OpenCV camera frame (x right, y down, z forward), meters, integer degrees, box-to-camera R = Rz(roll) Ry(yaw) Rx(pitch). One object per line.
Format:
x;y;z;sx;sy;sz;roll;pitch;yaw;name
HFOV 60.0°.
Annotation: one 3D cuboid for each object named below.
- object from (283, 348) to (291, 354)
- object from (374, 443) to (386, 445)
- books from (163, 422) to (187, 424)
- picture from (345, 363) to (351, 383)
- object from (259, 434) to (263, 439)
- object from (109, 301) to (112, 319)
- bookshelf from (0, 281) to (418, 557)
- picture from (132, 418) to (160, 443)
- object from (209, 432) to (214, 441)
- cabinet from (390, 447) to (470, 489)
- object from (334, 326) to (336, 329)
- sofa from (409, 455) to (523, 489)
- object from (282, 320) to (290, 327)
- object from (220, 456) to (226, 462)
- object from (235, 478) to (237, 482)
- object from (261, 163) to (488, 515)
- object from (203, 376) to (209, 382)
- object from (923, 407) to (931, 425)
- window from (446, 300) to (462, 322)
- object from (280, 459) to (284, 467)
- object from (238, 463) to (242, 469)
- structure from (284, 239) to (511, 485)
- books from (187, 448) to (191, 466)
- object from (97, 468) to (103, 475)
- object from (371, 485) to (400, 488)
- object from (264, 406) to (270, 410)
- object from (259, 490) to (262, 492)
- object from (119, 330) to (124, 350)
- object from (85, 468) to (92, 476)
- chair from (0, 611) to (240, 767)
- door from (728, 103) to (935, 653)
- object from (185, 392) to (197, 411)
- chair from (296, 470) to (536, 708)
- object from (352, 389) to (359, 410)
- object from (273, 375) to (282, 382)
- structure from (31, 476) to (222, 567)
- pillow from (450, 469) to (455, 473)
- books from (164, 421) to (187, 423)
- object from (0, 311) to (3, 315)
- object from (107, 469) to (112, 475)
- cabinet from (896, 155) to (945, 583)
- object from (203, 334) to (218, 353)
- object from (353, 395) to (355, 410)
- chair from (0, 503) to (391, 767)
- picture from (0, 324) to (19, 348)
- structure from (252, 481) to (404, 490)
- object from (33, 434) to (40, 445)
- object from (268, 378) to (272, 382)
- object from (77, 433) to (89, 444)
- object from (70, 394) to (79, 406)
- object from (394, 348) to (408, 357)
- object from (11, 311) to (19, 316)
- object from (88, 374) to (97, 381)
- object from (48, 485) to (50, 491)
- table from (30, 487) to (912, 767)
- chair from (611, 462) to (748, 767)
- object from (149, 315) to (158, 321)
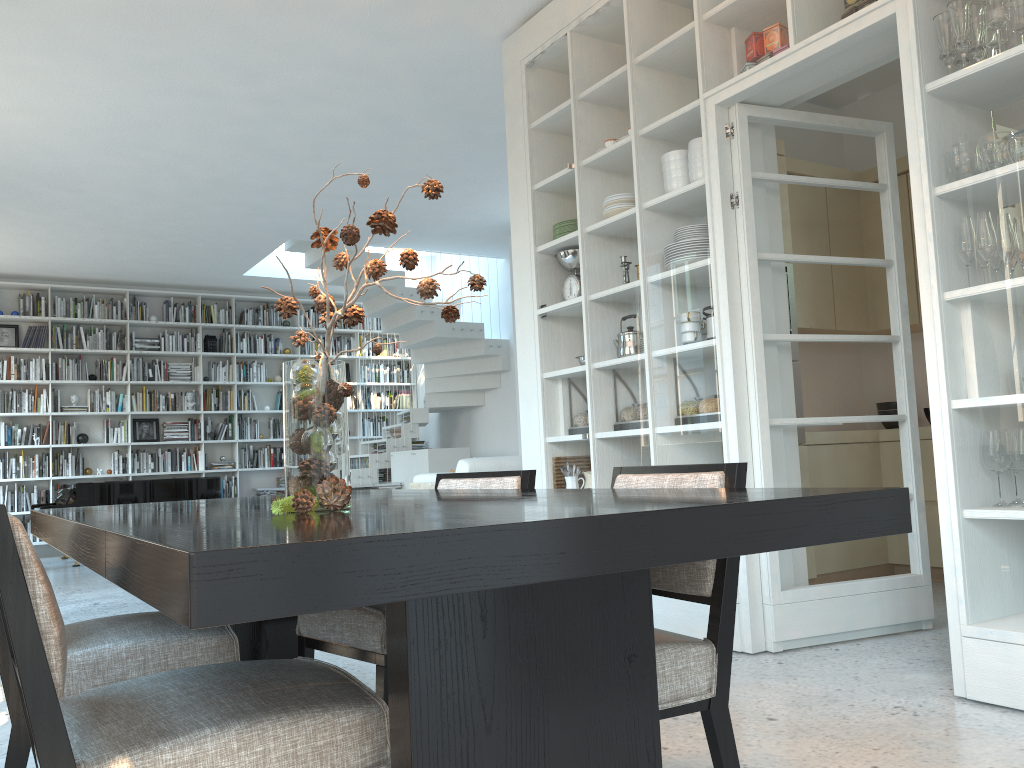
-2.983;-0.426;11.756;0.100;0.101;0.100;-6;-6;36;object
-1.669;0.769;11.365;0.161;0.025;0.174;0;-6;-28;object
-4.184;0.488;11.014;0.254;0.012;0.161;1;-6;-35;books
-2.387;-0.142;12.264;0.300;0.299;0.077;0;-5;-32;picture
-3.273;0.691;11.538;0.071;0.072;0.071;-4;-5;17;object
-4.866;-0.867;10.741;0.010;0.246;0.157;0;-5;-32;object
-4.088;0.440;11.007;6.297;3.139;0.330;0;-5;-32;bookshelf
-4.487;0.572;10.878;0.300;0.299;0.077;0;-5;-32;picture
-3.750;0.651;11.076;0.054;0.113;0.079;0;-6;-33;object
-0.952;1.091;10.175;0.551;0.667;0.994;0;-6;-32;cabinet
-2.441;-0.773;12.123;0.071;0.072;0.071;-4;-5;17;object
0.407;0.942;6.554;2.194;0.853;0.872;0;-6;-32;sofa
-2.998;-0.793;11.780;0.104;0.105;0.104;-4;-5;17;object
-3.645;0.942;11.180;0.071;0.072;0.071;-4;-5;17;object
-3.504;1.323;11.250;0.011;0.260;0.142;0;-5;-32;object
-0.269;-0.076;1.583;0.542;0.600;0.317;-5;-5;29;object
-3.850;-0.059;11.161;0.071;0.072;0.071;-4;-5;17;object
2.675;0.208;5.554;0.169;0.126;0.169;-6;-6;35;object
-0.700;-0.528;12.035;0.042;1.225;1.118;0;-6;-32;window
-2.950;1.022;11.523;0.160;0.114;0.064;2;-7;-44;object
-3.491;1.052;11.358;0.071;0.072;0.071;-4;-5;17;object
-1.610;-0.188;10.555;2.613;3.379;1.956;0;-5;-32;structure
-4.036;0.947;11.074;0.010;0.283;0.132;0;-5;-32;books
-4.855;1.026;10.449;0.060;0.095;0.078;-2;-5;-15;object
-1.451;1.168;10.197;0.284;0.030;0.177;0;-6;-32;object
-3.199;0.321;11.583;0.071;0.072;0.071;-4;-5;17;object
-3.176;1.384;11.474;0.131;0.024;0.290;0;-6;-30;object
-4.685;-0.520;10.647;0.075;0.254;0.075;-6;-6;37;object
-4.992;1.032;10.442;0.091;0.092;0.091;-6;-6;36;object
-0.959;0.650;2.115;0.570;0.781;0.480;0;-5;-27;chair
1.357;-0.053;3.753;0.839;2.226;0.067;-1;-5;-22;door
-3.992;0.223;11.001;0.138;0.243;0.137;-5;-5;23;object
-0.271;0.655;2.543;0.570;0.781;0.480;1;-6;-42;chair
-2.142;0.214;12.141;0.087;0.288;0.075;-3;-4;3;object
-3.104;-0.059;11.738;0.111;0.113;0.112;-6;-6;36;object
-4.094;1.459;9.642;1.918;0.832;1.336;0;-6;-32;structure
-0.309;0.743;6.141;0.200;0.339;0.463;1;-6;-38;pillow
-4.184;0.475;11.013;0.254;0.012;0.161;0;-6;-28;books
-5.835;-0.796;10.089;0.082;0.083;0.082;-6;-6;36;object
-4.778;1.045;10.523;0.061;0.062;0.061;-4;-5;17;object
2.777;-0.274;3.834;1.968;2.566;4.429;0;-6;-32;cabinet
-3.827;-0.504;11.257;0.135;0.248;0.135;1;-6;-42;object
-2.211;0.264;12.256;0.022;0.211;0.179;0;-5;-32;object
-0.523;0.566;1.418;0.570;0.781;0.480;0;-5;-32;chair
-5.826;-0.538;10.165;0.300;0.299;0.077;0;-5;-32;picture
-1.844;1.536;10.674;2.899;0.658;3.116;0;-6;-32;structure
-5.396;0.627;10.058;0.044;0.140;0.082;-7;-6;42;object
-3.188;-0.041;11.655;0.068;0.068;0.068;-6;-6;36;object
-5.053;0.646;10.434;0.133;0.135;0.134;-4;-5;17;object
-5.157;0.187;10.444;0.095;0.157;0.121;-1;-5;-18;object
-1.583;-0.439;12.576;0.203;0.136;0.095;-1;-5;-16;object
-5.701;-0.795;10.172;0.082;0.083;0.082;-6;-6;36;object
-4.984;-0.068;10.531;0.097;0.098;0.097;-4;-5;17;object
-5.346;1.307;10.233;0.017;0.289;0.089;0;-5;-32;object
-0.398;0.637;2.007;1.086;0.735;2.201;0;-6;-32;table
0.139;0.570;1.826;0.570;0.781;0.480;0;-5;-27;chair
-4.433;-0.798;10.950;0.104;0.106;0.105;-6;-6;36;object
